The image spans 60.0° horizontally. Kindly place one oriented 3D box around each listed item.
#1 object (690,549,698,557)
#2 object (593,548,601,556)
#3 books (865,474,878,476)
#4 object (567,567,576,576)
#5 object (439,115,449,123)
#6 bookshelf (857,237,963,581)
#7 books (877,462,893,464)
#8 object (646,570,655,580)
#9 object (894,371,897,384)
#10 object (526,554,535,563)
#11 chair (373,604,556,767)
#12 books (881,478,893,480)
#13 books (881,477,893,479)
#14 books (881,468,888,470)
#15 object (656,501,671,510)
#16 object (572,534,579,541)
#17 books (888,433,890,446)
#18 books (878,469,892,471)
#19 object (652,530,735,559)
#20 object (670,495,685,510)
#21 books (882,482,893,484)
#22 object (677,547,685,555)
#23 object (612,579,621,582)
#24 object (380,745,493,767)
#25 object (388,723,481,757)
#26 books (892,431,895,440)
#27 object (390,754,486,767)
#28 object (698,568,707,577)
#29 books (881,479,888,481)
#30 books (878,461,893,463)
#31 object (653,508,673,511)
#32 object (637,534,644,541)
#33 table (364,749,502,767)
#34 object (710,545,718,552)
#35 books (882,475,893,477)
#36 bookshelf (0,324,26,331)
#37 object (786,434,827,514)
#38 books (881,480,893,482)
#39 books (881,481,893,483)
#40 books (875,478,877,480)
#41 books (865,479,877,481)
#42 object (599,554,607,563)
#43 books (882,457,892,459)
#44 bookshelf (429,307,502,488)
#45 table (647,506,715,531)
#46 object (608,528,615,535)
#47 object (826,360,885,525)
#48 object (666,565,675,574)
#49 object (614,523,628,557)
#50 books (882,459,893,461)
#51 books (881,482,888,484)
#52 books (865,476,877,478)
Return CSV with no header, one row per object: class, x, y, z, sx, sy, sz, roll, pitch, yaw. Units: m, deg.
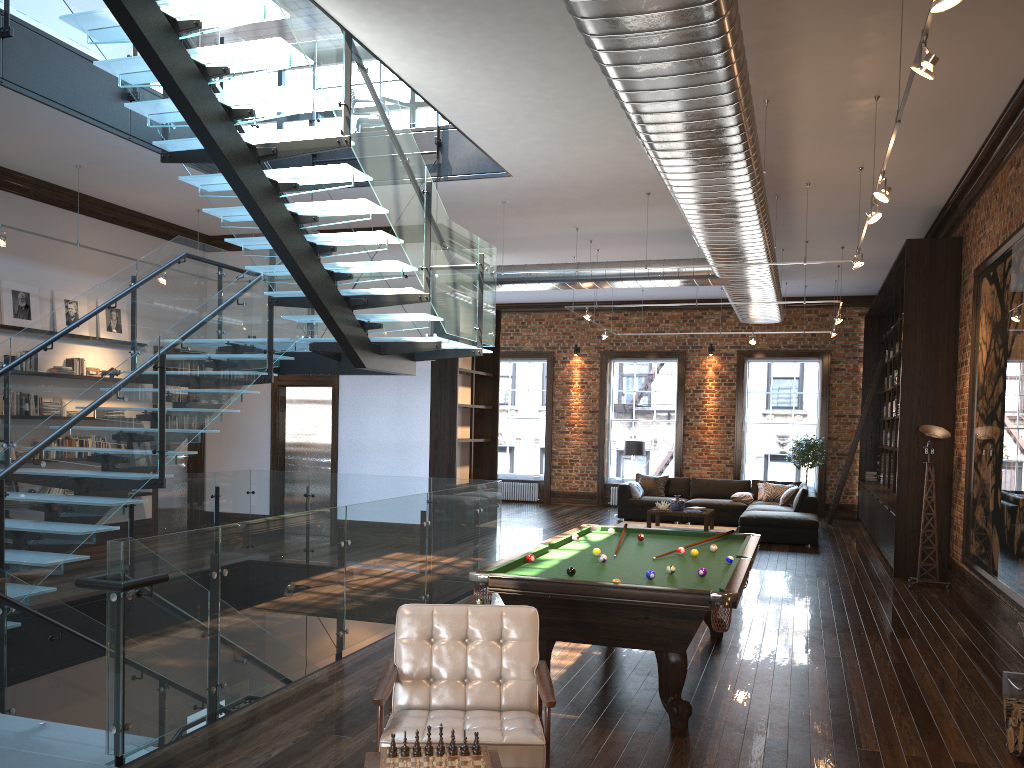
object,1.309,1.212,6.361,0.057,0.057,0.057,1,0,18
object,0.602,1.193,6.299,0.057,0.057,0.057,1,0,-35
books,7.009,1.773,17.303,0.205,0.015,0.265,1,-3,16
object,0.362,1.146,5.420,0.057,0.057,0.057,1,0,23
object,-0.558,-3.194,10.685,0.539,0.771,0.519,2,1,28
bookshelf,6.022,0.497,13.911,0.599,4.005,7.410,2,-1,18
books,7.222,1.534,17.163,0.260,0.028,0.316,0,-3,18
object,0.838,1.154,5.362,0.057,0.057,0.057,1,0,23
object,6.344,-0.089,14.644,0.075,0.255,0.087,2,2,8
object,0.123,1.164,5.914,0.057,0.057,0.057,1,0,-25
chair,-0.205,1.453,3.888,0.768,0.867,0.741,1,0,-2
books,6.922,1.748,16.309,0.228,0.008,0.330,1,-3,15
books,6.917,1.725,16.310,0.228,0.008,0.332,0,-3,24
books,7.246,1.637,17.164,0.183,0.034,0.271,0,-3,24
object,2.540,2.031,14.814,0.218,0.160,0.219,2,-1,-30
object,0.507,1.227,7.069,0.057,0.057,0.057,1,0,17
books,7.011,1.024,16.308,0.164,0.232,0.026,2,2,18
books,7.225,1.663,17.171,0.250,0.020,0.317,0,-3,18
object,1.432,1.230,6.856,0.028,0.072,1.607,2,-2,34
object,2.779,1.996,14.908,0.215,0.251,0.215,1,0,-39
books,6.927,1.816,16.309,0.227,0.007,0.369,0,-3,19
object,1.230,1.214,6.447,0.057,0.057,0.057,1,0,-17
object,0.590,1.133,5.028,0.057,0.057,0.057,1,0,36
object,-0.263,1.339,3.079,0.388,0.029,0.388,2,-3,-7
object,-0.277,1.283,3.205,0.334,0.101,0.075,2,0,-7
books,7.002,0.996,16.249,0.129,0.283,0.030,2,2,18
object,-0.247,1.272,2.949,0.334,0.101,0.075,2,0,-7
object,1.182,1.169,5.507,0.057,0.057,0.057,1,0,40
books,6.928,1.771,16.308,0.227,0.007,0.369,0,-3,19
books,7.223,1.510,17.162,0.240,0.019,0.228,1,-3,13
object,2.526,2.101,14.810,0.267,0.018,0.201,-1,-4,42
object,1.047,1.246,7.206,0.057,0.057,0.057,1,0,-23
table,-0.276,1.596,3.084,0.516,0.496,0.462,1,0,-7
object,1.509,1.230,6.635,0.057,0.057,0.057,1,0,-27
books,6.927,1.694,16.306,0.227,0.007,0.369,0,-3,20
bookshelf,-5.613,0.380,10.152,0.200,2.058,4.077,2,-1,18
object,5.807,1.907,17.595,0.811,1.868,0.799,2,2,26
books,6.924,1.786,16.309,0.228,0.008,0.329,0,-3,20
books,6.927,1.801,16.309,0.228,0.008,0.329,0,-3,17
books,7.007,1.849,17.306,0.201,0.012,0.244,0,-3,21
books,7.005,1.873,17.307,0.207,0.013,0.279,0,-3,19
object,0.613,1.178,5.985,0.057,0.057,0.057,1,0,-12
books,7.249,1.430,17.151,0.184,0.030,0.265,0,-3,24
bookshelf,-0.671,0.546,13.072,0.400,3.524,1.781,2,1,18
table,2.856,2.298,14.967,0.999,0.346,1.001,1,-2,18
object,0.847,1.258,7.557,0.057,0.058,0.057,1,0,19
object,6.400,1.104,16.542,0.896,3.083,0.494,2,2,18
object,1.000,1.168,5.584,0.057,0.057,0.057,1,0,-33
object,0.866,1.225,7.041,0.028,0.072,1.606,2,-3,10
books,7.247,1.465,17.153,0.203,0.020,0.317,0,-3,19
books,6.920,1.824,16.311,0.228,0.008,0.330,0,-3,21
books,7.005,1.816,17.305,0.200,0.019,0.255,0,-3,20
